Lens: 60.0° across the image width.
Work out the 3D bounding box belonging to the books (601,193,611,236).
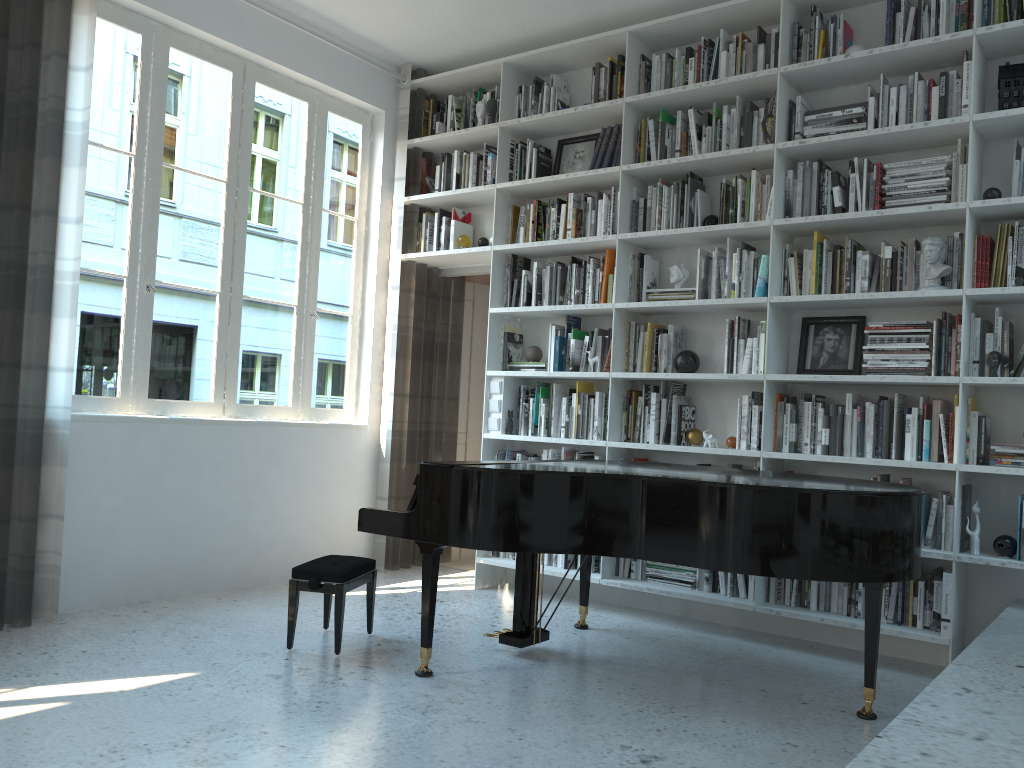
[{"bbox_3d":[0.557,-0.918,4.970,0.022,0.263,0.174,2,-2,36],"label":"books"}]

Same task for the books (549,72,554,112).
[{"bbox_3d":[0.265,-1.676,5.259,0.007,0.301,0.145,2,-2,36],"label":"books"}]

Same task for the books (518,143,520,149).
[{"bbox_3d":[0.077,-1.302,5.364,0.005,0.277,0.146,2,-2,36],"label":"books"}]

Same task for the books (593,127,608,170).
[{"bbox_3d":[0.542,-1.289,5.035,0.110,0.279,0.174,2,-2,36],"label":"books"}]

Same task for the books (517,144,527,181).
[{"bbox_3d":[0.091,-1.293,5.341,0.009,0.260,0.184,2,-2,36],"label":"books"}]

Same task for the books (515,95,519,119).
[{"bbox_3d":[0.070,-1.632,5.390,0.017,0.204,0.142,2,-2,36],"label":"books"}]

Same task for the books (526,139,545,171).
[{"bbox_3d":[0.143,-1.303,5.305,0.005,0.281,0.191,2,-2,36],"label":"books"}]

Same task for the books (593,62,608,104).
[{"bbox_3d":[0.527,-1.660,5.048,0.024,0.279,0.188,2,-2,36],"label":"books"}]

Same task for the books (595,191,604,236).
[{"bbox_3d":[0.523,-0.927,5.002,0.012,0.280,0.188,2,-2,36],"label":"books"}]

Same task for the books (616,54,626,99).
[{"bbox_3d":[0.636,-1.666,4.960,0.025,0.297,0.163,2,-2,36],"label":"books"}]

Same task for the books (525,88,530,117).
[{"bbox_3d":[0.135,-1.641,5.337,0.013,0.225,0.177,2,-2,36],"label":"books"}]

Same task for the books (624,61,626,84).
[{"bbox_3d":[0.681,-1.644,4.938,0.031,0.254,0.178,2,-2,36],"label":"books"}]

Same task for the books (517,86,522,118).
[{"bbox_3d":[0.084,-1.659,5.389,0.007,0.258,0.156,2,-2,36],"label":"books"}]

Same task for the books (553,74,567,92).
[{"bbox_3d":[0.280,-1.671,5.262,0.015,0.293,0.131,2,-2,36],"label":"books"}]

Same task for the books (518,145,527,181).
[{"bbox_3d":[0.097,-1.287,5.321,0.004,0.246,0.189,2,-2,36],"label":"books"}]

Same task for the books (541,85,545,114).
[{"bbox_3d":[0.230,-1.637,5.266,0.013,0.219,0.181,2,-2,36],"label":"books"}]

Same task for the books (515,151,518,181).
[{"bbox_3d":[0.077,-1.271,5.333,0.004,0.214,0.186,2,-2,36],"label":"books"}]

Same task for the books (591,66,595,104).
[{"bbox_3d":[0.500,-1.659,5.089,0.013,0.278,0.151,2,-2,36],"label":"books"}]

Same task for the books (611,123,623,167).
[{"bbox_3d":[0.630,-1.293,4.971,0.078,0.285,0.174,2,-2,36],"label":"books"}]

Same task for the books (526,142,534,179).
[{"bbox_3d":[0.148,-1.292,5.289,0.023,0.258,0.183,2,-2,36],"label":"books"}]

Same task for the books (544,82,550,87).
[{"bbox_3d":[0.226,-1.653,5.281,0.013,0.252,0.129,2,-2,36],"label":"books"}]

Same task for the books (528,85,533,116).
[{"bbox_3d":[0.150,-1.650,5.333,0.016,0.243,0.156,2,-2,36],"label":"books"}]

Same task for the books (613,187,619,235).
[{"bbox_3d":[0.619,-0.929,4.932,0.022,0.289,0.169,2,-2,36],"label":"books"}]

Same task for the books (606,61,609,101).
[{"bbox_3d":[0.582,-1.660,5.020,0.013,0.283,0.166,2,-2,36],"label":"books"}]

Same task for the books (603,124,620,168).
[{"bbox_3d":[0.591,-1.292,4.975,0.097,0.282,0.174,2,-2,36],"label":"books"}]

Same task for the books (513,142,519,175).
[{"bbox_3d":[0.054,-1.307,5.377,0.006,0.287,0.148,2,-2,36],"label":"books"}]

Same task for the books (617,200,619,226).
[{"bbox_3d":[0.653,-0.886,4.869,0.039,0.202,0.236,2,-2,36],"label":"books"}]

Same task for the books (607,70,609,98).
[{"bbox_3d":[0.583,-1.651,5.004,0.010,0.263,0.156,2,-2,36],"label":"books"}]

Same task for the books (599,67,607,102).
[{"bbox_3d":[0.547,-1.644,5.031,0.028,0.249,0.155,2,-2,36],"label":"books"}]

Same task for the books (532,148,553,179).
[{"bbox_3d":[0.179,-1.269,5.264,0.012,0.214,0.185,2,-2,36],"label":"books"}]

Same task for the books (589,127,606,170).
[{"bbox_3d":[0.519,-1.290,5.042,0.110,0.279,0.174,2,-2,36],"label":"books"}]

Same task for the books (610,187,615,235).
[{"bbox_3d":[0.598,-0.931,4.932,0.012,0.291,0.182,2,-2,36],"label":"books"}]

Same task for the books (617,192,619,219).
[{"bbox_3d":[0.640,-0.916,4.912,0.035,0.263,0.177,2,-2,36],"label":"books"}]

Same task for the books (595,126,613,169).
[{"bbox_3d":[0.550,-1.290,5.008,0.110,0.279,0.174,2,-2,36],"label":"books"}]

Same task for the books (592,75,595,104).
[{"bbox_3d":[0.507,-1.629,5.067,0.028,0.218,0.153,2,-2,36],"label":"books"}]

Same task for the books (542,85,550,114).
[{"bbox_3d":[0.239,-1.634,5.250,0.021,0.213,0.173,2,-2,36],"label":"books"}]

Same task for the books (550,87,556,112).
[{"bbox_3d":[0.279,-1.626,5.239,0.014,0.202,0.170,2,-2,36],"label":"books"}]

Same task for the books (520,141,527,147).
[{"bbox_3d":[0.083,-1.307,5.363,0.006,0.289,0.144,2,-2,36],"label":"books"}]

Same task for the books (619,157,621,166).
[{"bbox_3d":[0.667,-1.292,4.944,0.078,0.285,0.174,2,-2,36],"label":"books"}]

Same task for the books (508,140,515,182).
[{"bbox_3d":[0.037,-1.311,5.377,0.005,0.292,0.184,2,-2,36],"label":"books"}]

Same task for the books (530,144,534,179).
[{"bbox_3d":[0.167,-1.286,5.286,0.011,0.249,0.168,2,-2,36],"label":"books"}]

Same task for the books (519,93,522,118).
[{"bbox_3d":[0.098,-1.634,5.376,0.032,0.210,0.158,2,-2,36],"label":"books"}]

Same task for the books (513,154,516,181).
[{"bbox_3d":[0.063,-1.266,5.372,0.015,0.207,0.172,2,-2,36],"label":"books"}]

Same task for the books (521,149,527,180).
[{"bbox_3d":[0.117,-1.272,5.311,0.018,0.218,0.186,2,-2,36],"label":"books"}]

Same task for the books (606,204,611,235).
[{"bbox_3d":[0.578,-0.888,4.969,0.013,0.206,0.172,2,-2,36],"label":"books"}]

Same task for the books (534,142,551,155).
[{"bbox_3d":[0.175,-1.289,5.279,0.012,0.254,0.166,2,-2,36],"label":"books"}]

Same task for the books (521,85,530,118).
[{"bbox_3d":[0.113,-1.654,5.357,0.012,0.249,0.180,2,-2,36],"label":"books"}]

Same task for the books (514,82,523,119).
[{"bbox_3d":[0.067,-1.672,5.405,0.007,0.285,0.159,2,-2,36],"label":"books"}]

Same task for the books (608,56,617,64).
[{"bbox_3d":[0.581,-1.678,5.041,0.014,0.320,0.137,2,-2,36],"label":"books"}]

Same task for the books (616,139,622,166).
[{"bbox_3d":[0.651,-1.292,4.961,0.078,0.285,0.174,2,-2,36],"label":"books"}]

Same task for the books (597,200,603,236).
[{"bbox_3d":[0.536,-0.902,4.985,0.030,0.230,0.172,2,-2,36],"label":"books"}]

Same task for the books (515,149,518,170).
[{"bbox_3d":[0.078,-1.278,5.345,0.009,0.228,0.184,2,-2,36],"label":"books"}]

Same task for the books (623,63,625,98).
[{"bbox_3d":[0.668,-1.646,4.964,0.022,0.260,0.152,2,-2,36],"label":"books"}]

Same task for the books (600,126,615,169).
[{"bbox_3d":[0.579,-1.288,5.008,0.110,0.279,0.174,2,-2,36],"label":"books"}]

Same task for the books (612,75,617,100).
[{"bbox_3d":[0.618,-1.613,4.982,0.027,0.190,0.177,2,-2,36],"label":"books"}]

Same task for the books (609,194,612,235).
[{"bbox_3d":[0.600,-0.917,4.966,0.024,0.266,0.155,2,-2,36],"label":"books"}]

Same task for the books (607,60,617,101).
[{"bbox_3d":[0.593,-1.656,4.998,0.011,0.274,0.183,2,-2,36],"label":"books"}]

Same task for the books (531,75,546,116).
[{"bbox_3d":[0.180,-1.669,5.286,0.015,0.279,0.190,2,-2,36],"label":"books"}]

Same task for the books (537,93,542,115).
[{"bbox_3d":[0.205,-1.619,5.288,0.026,0.182,0.161,2,-2,36],"label":"books"}]
